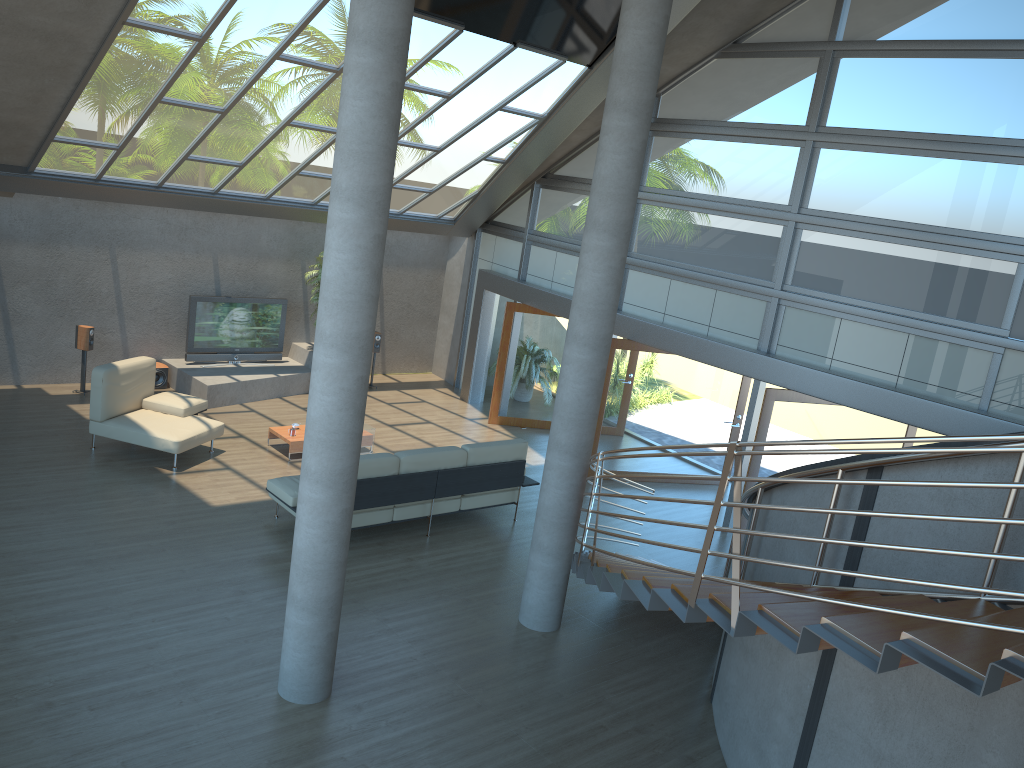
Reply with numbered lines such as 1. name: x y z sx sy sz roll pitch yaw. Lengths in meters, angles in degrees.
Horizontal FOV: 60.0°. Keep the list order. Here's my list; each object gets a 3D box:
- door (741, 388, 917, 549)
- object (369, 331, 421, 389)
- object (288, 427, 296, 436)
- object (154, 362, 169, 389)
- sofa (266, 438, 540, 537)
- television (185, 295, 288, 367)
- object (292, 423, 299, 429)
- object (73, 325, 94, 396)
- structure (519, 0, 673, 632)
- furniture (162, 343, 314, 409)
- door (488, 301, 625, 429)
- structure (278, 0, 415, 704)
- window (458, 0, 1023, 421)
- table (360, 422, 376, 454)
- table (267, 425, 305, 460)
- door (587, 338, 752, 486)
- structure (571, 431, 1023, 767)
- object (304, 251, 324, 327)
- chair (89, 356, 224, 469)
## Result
1. door: 3.745 1.070 10.485 2.298 1.977 0.200 4 13 -21
2. object: -5.234 -0.754 14.763 21.345 0.982 7.863 -1 16 -39
3. object: -2.774 0.602 11.201 0.070 0.101 0.085 -3 17 -43
4. object: -5.388 -0.133 13.282 0.362 0.323 0.425 -2 17 -42
5. sofa: -1.166 1.029 9.708 3.079 0.947 1.166 -3 17 -42
6. television: -4.291 -0.831 13.864 1.568 1.063 0.396 -2 17 -42
7. object: -2.807 0.537 11.501 0.100 0.086 0.102 -1 16 -38
8. object: -5.959 -0.335 12.328 0.234 0.959 0.171 12 13 12
9. structure: 0.785 -1.317 7.157 0.381 7.125 0.382 9 12 1
10. furniture: -3.767 -0.178 14.000 2.936 0.610 1.577 -2 17 -42
11. door: 0.876 -0.208 14.184 2.298 1.977 0.200 6 13 -14
12. structure: -0.951 -1.244 5.611 0.382 7.125 0.381 -2 17 -42
13. window: 4.664 -0.954 9.418 1.098 6.630 16.616 -3 17 -43
14. table: -2.194 0.670 11.863 0.400 0.342 0.680 -2 17 -42
15. table: -2.501 0.735 11.609 1.200 0.250 0.600 -2 17 -42
16. door: 2.197 0.426 12.278 2.298 1.977 0.200 5 13 -19
17. structure: 1.671 0.951 5.720 2.349 3.653 6.809 8 13 -5
18. object: -2.924 -1.428 14.449 0.932 1.857 0.895 10 13 6
19. chair: -4.166 0.303 10.619 1.244 1.023 1.217 12 13 12
